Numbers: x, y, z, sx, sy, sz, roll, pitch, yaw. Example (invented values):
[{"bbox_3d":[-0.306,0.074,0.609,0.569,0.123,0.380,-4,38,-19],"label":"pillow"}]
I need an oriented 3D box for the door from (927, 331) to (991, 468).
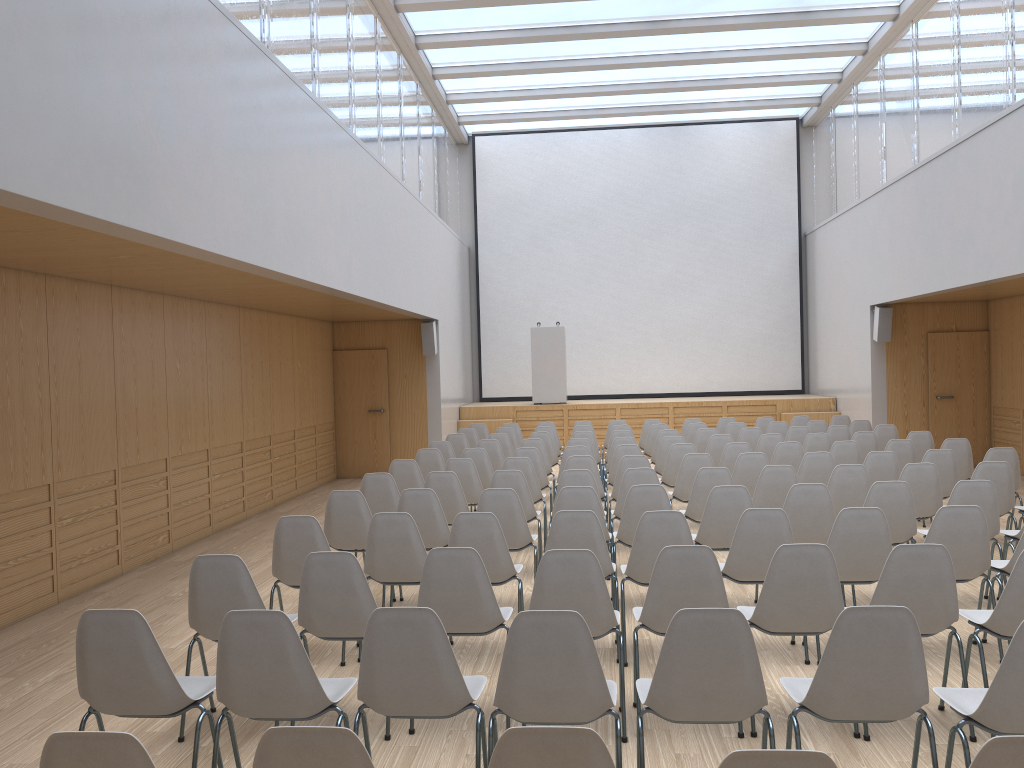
[{"bbox_3d":[6.668,0.240,13.185,0.873,2.024,0.108,-1,1,5],"label":"door"}]

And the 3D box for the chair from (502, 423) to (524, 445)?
[{"bbox_3d":[0.012,1.001,13.197,0.479,0.876,0.505,-1,1,5],"label":"chair"}]

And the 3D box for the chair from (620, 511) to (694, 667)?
[{"bbox_3d":[0.864,1.129,5.134,0.479,0.876,0.505,-1,1,5],"label":"chair"}]

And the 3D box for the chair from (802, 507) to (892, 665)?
[{"bbox_3d":[1.927,1.101,5.061,0.479,0.876,0.505,-1,1,5],"label":"chair"}]

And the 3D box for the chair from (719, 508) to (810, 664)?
[{"bbox_3d":[1.418,1.114,5.126,0.479,0.876,0.505,-1,1,5],"label":"chair"}]

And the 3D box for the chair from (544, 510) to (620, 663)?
[{"bbox_3d":[0.388,1.141,5.235,0.479,0.876,0.505,-1,1,5],"label":"chair"}]

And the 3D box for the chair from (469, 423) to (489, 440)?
[{"bbox_3d":[-0.472,1.012,13.322,0.479,0.876,0.505,-1,1,5],"label":"chair"}]

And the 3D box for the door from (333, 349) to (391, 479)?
[{"bbox_3d":[-2.380,0.479,13.986,0.873,2.024,0.108,-1,1,5],"label":"door"}]

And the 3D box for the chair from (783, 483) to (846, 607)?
[{"bbox_3d":[1.971,1.081,6.040,0.479,0.876,0.505,-1,1,5],"label":"chair"}]

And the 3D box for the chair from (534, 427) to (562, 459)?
[{"bbox_3d":[0.463,1.007,12.195,0.479,0.876,0.505,-1,1,5],"label":"chair"}]

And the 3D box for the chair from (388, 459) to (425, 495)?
[{"bbox_3d":[-0.955,1.119,8.347,0.479,0.876,0.505,-1,1,5],"label":"chair"}]

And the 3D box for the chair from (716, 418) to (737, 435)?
[{"bbox_3d":[3.134,0.917,13.021,0.479,0.876,0.505,-1,1,5],"label":"chair"}]

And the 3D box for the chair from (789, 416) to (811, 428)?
[{"bbox_3d":[4.172,0.889,12.939,0.479,0.876,0.505,-1,1,5],"label":"chair"}]

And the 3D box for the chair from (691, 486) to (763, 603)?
[{"bbox_3d":[1.454,1.095,6.044,0.479,0.876,0.505,-1,1,5],"label":"chair"}]

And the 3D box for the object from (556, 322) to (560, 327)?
[{"bbox_3d":[0.842,-0.976,15.955,0.166,0.305,0.252,-2,1,-23],"label":"object"}]

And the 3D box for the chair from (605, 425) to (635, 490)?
[{"bbox_3d":[1.505,0.980,12.103,0.479,0.876,0.505,-1,1,5],"label":"chair"}]

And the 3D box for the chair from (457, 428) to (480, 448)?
[{"bbox_3d":[-0.583,1.033,12.356,0.479,0.876,0.505,-1,1,5],"label":"chair"}]

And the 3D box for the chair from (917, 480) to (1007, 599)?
[{"bbox_3d":[3.024,1.052,5.987,0.479,0.876,0.505,-1,1,5],"label":"chair"}]

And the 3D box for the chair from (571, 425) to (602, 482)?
[{"bbox_3d":[0.988,0.992,12.208,0.479,0.876,0.505,-1,1,5],"label":"chair"}]

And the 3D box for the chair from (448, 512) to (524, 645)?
[{"bbox_3d":[-0.174,1.156,5.267,0.479,0.876,0.505,-1,1,5],"label":"chair"}]

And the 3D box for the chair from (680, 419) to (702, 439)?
[{"bbox_3d":[2.636,0.931,13.006,0.479,0.876,0.505,-1,1,5],"label":"chair"}]

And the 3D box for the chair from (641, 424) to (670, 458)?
[{"bbox_3d":[2.006,0.966,12.099,0.479,0.876,0.505,-1,1,5],"label":"chair"}]

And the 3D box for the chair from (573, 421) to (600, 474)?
[{"bbox_3d":[1.071,0.971,13.186,0.479,0.876,0.505,-1,1,5],"label":"chair"}]

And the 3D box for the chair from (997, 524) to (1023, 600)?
[{"bbox_3d":[3.536,1.040,5.901,0.479,0.876,0.505,-1,1,5],"label":"chair"}]

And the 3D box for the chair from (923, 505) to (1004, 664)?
[{"bbox_3d":[2.449,1.087,5.035,0.479,0.876,0.505,-1,1,5],"label":"chair"}]

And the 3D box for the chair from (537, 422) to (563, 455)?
[{"bbox_3d":[0.531,0.986,13.193,0.479,0.876,0.505,-1,1,5],"label":"chair"}]

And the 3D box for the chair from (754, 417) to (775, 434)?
[{"bbox_3d":[3.667,0.903,12.956,0.479,0.876,0.505,-1,1,5],"label":"chair"}]

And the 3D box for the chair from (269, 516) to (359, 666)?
[{"bbox_3d":[-1.191,1.183,5.316,0.479,0.876,0.505,-1,1,5],"label":"chair"}]

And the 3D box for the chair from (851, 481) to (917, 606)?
[{"bbox_3d":[2.507,1.066,6.051,0.479,0.876,0.505,-1,1,5],"label":"chair"}]

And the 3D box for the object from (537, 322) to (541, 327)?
[{"bbox_3d":[0.496,-0.967,15.986,0.166,0.305,0.252,-2,1,-23],"label":"object"}]

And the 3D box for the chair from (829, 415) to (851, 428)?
[{"bbox_3d":[4.711,0.875,12.863,0.479,0.876,0.505,-1,1,5],"label":"chair"}]

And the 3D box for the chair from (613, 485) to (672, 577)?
[{"bbox_3d":[0.940,1.107,6.200,0.479,0.876,0.505,-1,1,5],"label":"chair"}]

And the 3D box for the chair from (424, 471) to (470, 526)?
[{"bbox_3d":[-0.526,1.127,7.305,0.479,0.876,0.505,-1,1,5],"label":"chair"}]

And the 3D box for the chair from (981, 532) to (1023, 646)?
[{"bbox_3d":[2.964,1.072,5.017,0.479,0.876,0.505,-1,1,5],"label":"chair"}]

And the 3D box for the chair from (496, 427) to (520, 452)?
[{"bbox_3d":[-0.059,1.020,12.282,0.479,0.876,0.505,-1,1,5],"label":"chair"}]

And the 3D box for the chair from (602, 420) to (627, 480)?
[{"bbox_3d":[1.571,0.958,13.169,0.479,0.876,0.505,-1,1,5],"label":"chair"}]

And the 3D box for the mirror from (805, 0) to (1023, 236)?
[{"bbox_3d":[4.973,-3.719,8.230,0.253,2.090,17.826,-1,1,5],"label":"mirror"}]

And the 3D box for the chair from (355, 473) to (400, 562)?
[{"bbox_3d":[-1.039,1.141,7.331,0.479,0.876,0.505,-1,1,5],"label":"chair"}]

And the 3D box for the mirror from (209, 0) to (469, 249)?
[{"bbox_3d":[-1.790,-3.541,8.829,0.253,2.090,17.826,-1,1,5],"label":"mirror"}]

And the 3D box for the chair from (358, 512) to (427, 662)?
[{"bbox_3d":[-0.655,1.168,5.338,0.479,0.876,0.505,-1,1,5],"label":"chair"}]

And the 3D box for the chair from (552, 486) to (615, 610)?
[{"bbox_3d":[0.473,1.120,6.213,0.479,0.876,0.505,-1,1,5],"label":"chair"}]

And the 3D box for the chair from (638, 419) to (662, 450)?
[{"bbox_3d":[2.071,0.945,13.077,0.479,0.876,0.505,-1,1,5],"label":"chair"}]
